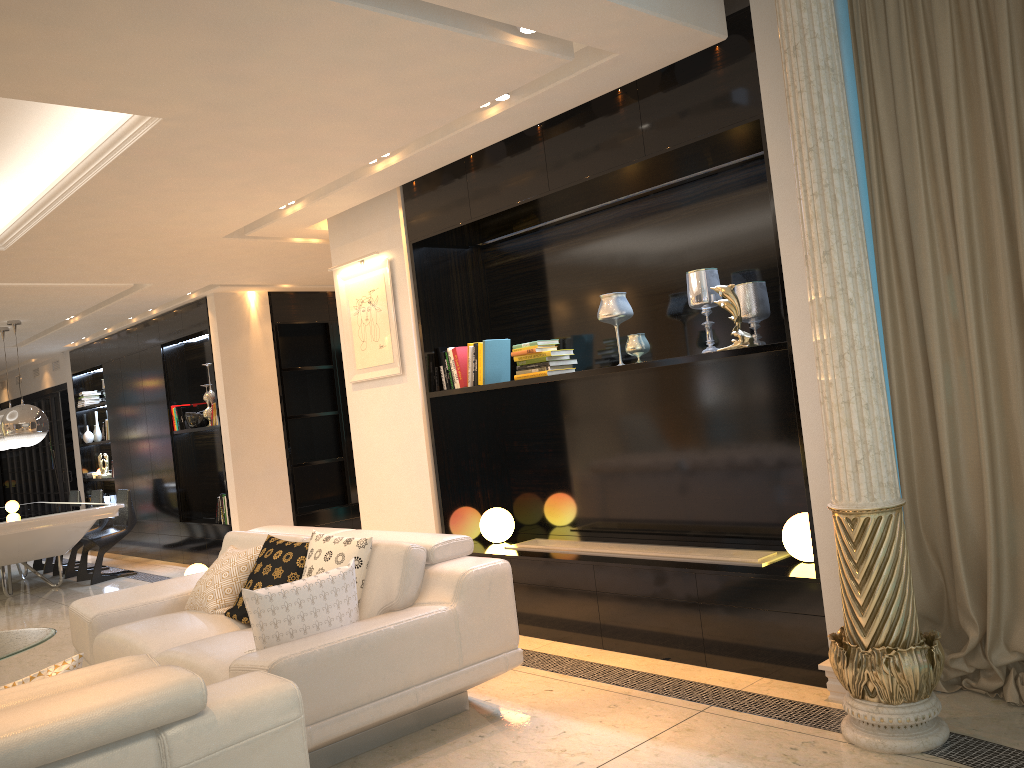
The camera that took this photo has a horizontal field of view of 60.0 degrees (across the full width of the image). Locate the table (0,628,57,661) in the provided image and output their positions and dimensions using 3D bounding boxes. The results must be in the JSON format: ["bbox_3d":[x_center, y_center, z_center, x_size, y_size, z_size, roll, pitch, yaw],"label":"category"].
[{"bbox_3d":[-2.629,1.361,2.910,2.140,0.565,0.999,-6,-2,-43],"label":"table"}]

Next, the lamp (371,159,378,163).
[{"bbox_3d":[-0.773,-1.258,4.789,0.107,0.127,0.107,-6,-1,-31],"label":"lamp"}]

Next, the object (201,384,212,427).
[{"bbox_3d":[-3.038,0.218,8.879,0.121,0.416,0.121,-8,-2,43],"label":"object"}]

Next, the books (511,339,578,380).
[{"bbox_3d":[0.176,-0.136,4.929,0.260,0.197,0.296,-6,-1,-40],"label":"books"}]

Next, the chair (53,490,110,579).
[{"bbox_3d":[-4.652,1.601,9.533,0.496,0.858,0.523,-6,-2,-42],"label":"chair"}]

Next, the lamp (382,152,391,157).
[{"bbox_3d":[-0.691,-1.269,4.698,0.107,0.127,0.107,-7,-1,29],"label":"lamp"}]

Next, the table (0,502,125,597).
[{"bbox_3d":[-5.066,1.687,9.015,1.293,0.759,3.031,-6,-2,-42],"label":"table"}]

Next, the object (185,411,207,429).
[{"bbox_3d":[-3.220,0.369,9.055,0.193,0.177,0.375,-6,-2,-41],"label":"object"}]

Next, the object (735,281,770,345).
[{"bbox_3d":[1.119,-0.307,4.102,0.147,0.317,0.147,-6,-2,-40],"label":"object"}]

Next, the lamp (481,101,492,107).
[{"bbox_3d":[-0.143,-1.345,4.091,0.107,0.127,0.107,-7,-1,29],"label":"lamp"}]

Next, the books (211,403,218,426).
[{"bbox_3d":[-2.805,0.277,8.616,0.189,0.238,0.290,-6,-2,-44],"label":"books"}]

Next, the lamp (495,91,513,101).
[{"bbox_3d":[-0.052,-1.346,3.998,0.107,0.127,0.107,-7,-1,29],"label":"lamp"}]

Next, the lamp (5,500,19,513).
[{"bbox_3d":[-5.050,1.239,8.960,0.125,0.125,0.125,-7,-1,8],"label":"lamp"}]

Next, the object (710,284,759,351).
[{"bbox_3d":[0.965,-0.295,3.904,0.182,0.293,0.116,-8,-2,45],"label":"object"}]

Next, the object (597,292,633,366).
[{"bbox_3d":[0.545,-0.276,4.593,0.181,0.381,0.181,-8,-2,42],"label":"object"}]

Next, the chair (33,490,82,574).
[{"bbox_3d":[-5.190,1.675,10.130,0.496,0.858,0.523,-6,-2,-42],"label":"chair"}]

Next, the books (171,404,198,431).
[{"bbox_3d":[-3.420,0.347,9.298,0.210,0.270,0.236,-6,-2,-43],"label":"books"}]

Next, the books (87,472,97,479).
[{"bbox_3d":[-5.381,1.181,11.537,0.209,0.073,0.266,-6,-1,-39],"label":"books"}]

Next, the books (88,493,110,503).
[{"bbox_3d":[-5.383,1.578,11.577,0.210,0.270,0.236,-6,-2,-43],"label":"books"}]

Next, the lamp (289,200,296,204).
[{"bbox_3d":[-1.383,-1.173,5.465,0.107,0.127,0.107,-6,-1,-31],"label":"lamp"}]

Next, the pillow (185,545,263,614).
[{"bbox_3d":[-1.486,1.012,4.593,0.351,0.329,0.521,-6,-2,-42],"label":"pillow"}]

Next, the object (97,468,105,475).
[{"bbox_3d":[-5.256,1.136,11.368,0.125,0.125,0.125,-7,-1,-3],"label":"object"}]

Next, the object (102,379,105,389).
[{"bbox_3d":[-5.091,0.086,11.165,0.111,0.301,0.111,-8,-2,43],"label":"object"}]

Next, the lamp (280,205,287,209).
[{"bbox_3d":[-1.459,-1.163,5.550,0.107,0.127,0.107,-6,-1,-31],"label":"lamp"}]

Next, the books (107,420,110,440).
[{"bbox_3d":[-4.856,0.549,10.911,0.212,0.261,0.252,-6,-2,-42],"label":"books"}]

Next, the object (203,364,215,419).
[{"bbox_3d":[-2.968,0.109,8.751,0.121,0.612,0.121,-8,-2,43],"label":"object"}]

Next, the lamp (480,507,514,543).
[{"bbox_3d":[-0.091,0.864,5.433,0.212,0.214,0.213,-7,-1,-3],"label":"lamp"}]

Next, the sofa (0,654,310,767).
[{"bbox_3d":[-1.723,1.158,1.903,2.328,0.754,1.145,-6,-2,-42],"label":"sofa"}]

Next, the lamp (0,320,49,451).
[{"bbox_3d":[-5.229,0.064,9.105,0.408,1.226,1.827,-6,-2,-42],"label":"lamp"}]

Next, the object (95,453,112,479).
[{"bbox_3d":[-5.169,1.034,11.234,0.177,0.311,0.177,-6,-2,-42],"label":"object"}]

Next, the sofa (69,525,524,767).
[{"bbox_3d":[-1.147,1.137,4.181,1.145,0.754,2.328,-6,-2,-42],"label":"sofa"}]

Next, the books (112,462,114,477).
[{"bbox_3d":[-4.811,1.023,10.909,0.182,0.232,0.284,-6,-1,-39],"label":"books"}]

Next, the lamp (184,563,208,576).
[{"bbox_3d":[-2.728,1.663,7.687,0.212,0.214,0.213,-7,-1,-3],"label":"lamp"}]

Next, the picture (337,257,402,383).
[{"bbox_3d":[-0.919,-0.395,5.719,0.027,0.729,0.610,-6,-2,-42],"label":"picture"}]

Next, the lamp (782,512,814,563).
[{"bbox_3d":[1.297,0.672,3.893,0.213,0.214,0.212,-7,-1,8],"label":"lamp"}]

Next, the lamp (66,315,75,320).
[{"bbox_3d":[-4.551,-0.732,9.072,0.107,0.127,0.271,-6,-2,-42],"label":"lamp"}]

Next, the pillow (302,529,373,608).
[{"bbox_3d":[-0.843,0.875,3.953,0.255,0.399,0.526,-6,-2,-42],"label":"pillow"}]

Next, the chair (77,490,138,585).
[{"bbox_3d":[-4.086,1.522,8.905,0.496,0.858,0.523,-6,-2,-42],"label":"chair"}]

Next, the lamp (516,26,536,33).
[{"bbox_3d":[0.061,-1.384,3.324,0.107,0.127,0.107,-7,-1,29],"label":"lamp"}]

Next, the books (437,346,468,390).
[{"bbox_3d":[-0.299,-0.105,5.410,0.208,0.270,0.240,-6,-2,-42],"label":"books"}]

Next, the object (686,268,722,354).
[{"bbox_3d":[0.945,-0.338,4.298,0.156,0.426,0.156,-6,-1,-37],"label":"object"}]

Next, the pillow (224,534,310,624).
[{"bbox_3d":[-1.178,0.935,4.262,0.323,0.355,0.524,-6,-2,-42],"label":"pillow"}]

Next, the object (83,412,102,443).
[{"bbox_3d":[-5.472,0.566,11.529,0.210,0.395,0.180,-6,-1,-39],"label":"object"}]

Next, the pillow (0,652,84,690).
[{"bbox_3d":[-1.316,0.913,2.225,0.463,0.380,0.222,-6,-1,-38],"label":"pillow"}]

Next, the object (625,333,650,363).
[{"bbox_3d":[0.637,-0.174,4.486,0.119,0.154,0.119,-6,-1,-33],"label":"object"}]

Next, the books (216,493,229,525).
[{"bbox_3d":[-2.728,1.196,8.611,0.222,0.296,0.345,-6,-2,-42],"label":"books"}]

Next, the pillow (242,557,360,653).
[{"bbox_3d":[-0.834,0.894,3.566,0.521,0.325,0.281,-6,-1,-33],"label":"pillow"}]

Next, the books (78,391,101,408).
[{"bbox_3d":[-5.507,0.198,11.558,0.259,0.188,0.302,-6,-1,-36],"label":"books"}]

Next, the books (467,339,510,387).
[{"bbox_3d":[-0.141,-0.122,5.241,0.212,0.261,0.210,-6,-2,-42],"label":"books"}]

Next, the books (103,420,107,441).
[{"bbox_3d":[-4.996,0.571,11.066,0.207,0.256,0.245,-6,-2,-43],"label":"books"}]
